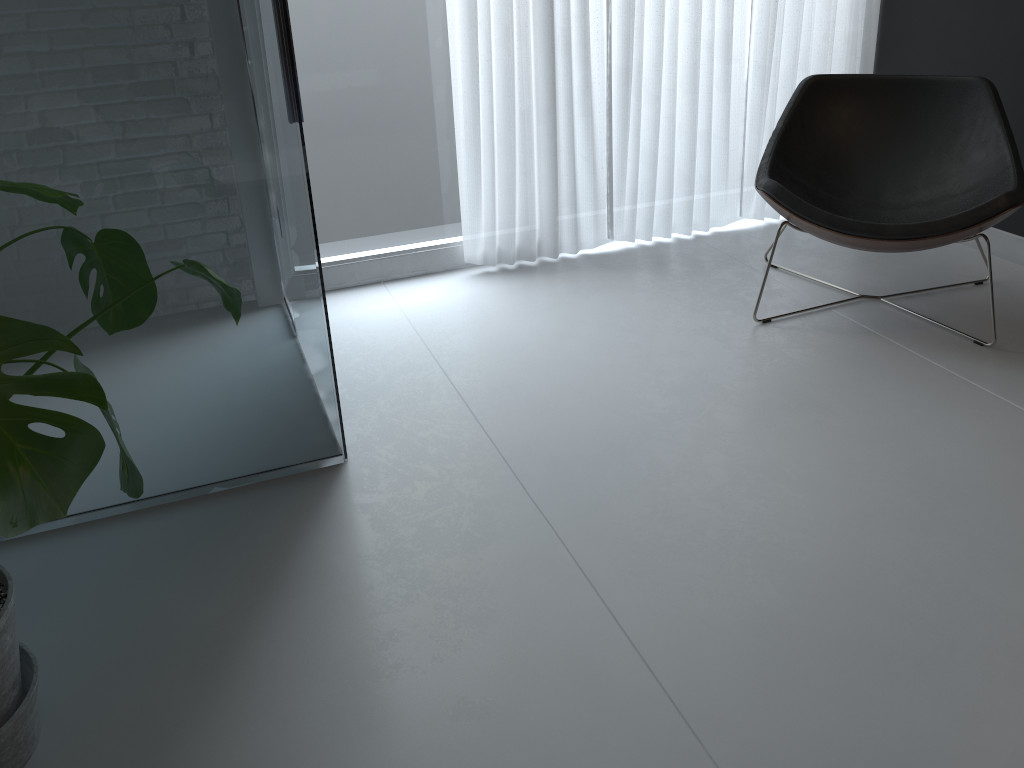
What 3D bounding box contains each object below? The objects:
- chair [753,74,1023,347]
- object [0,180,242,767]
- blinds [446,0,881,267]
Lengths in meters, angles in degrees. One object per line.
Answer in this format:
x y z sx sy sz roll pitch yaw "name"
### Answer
1.195 -0.600 2.851 0.792 0.670 0.838 7 27 21 "chair"
-0.862 0.099 1.281 0.851 1.016 1.022 -3 25 -1 "object"
0.620 -1.814 3.140 1.862 2.614 0.140 -11 25 -18 "blinds"
